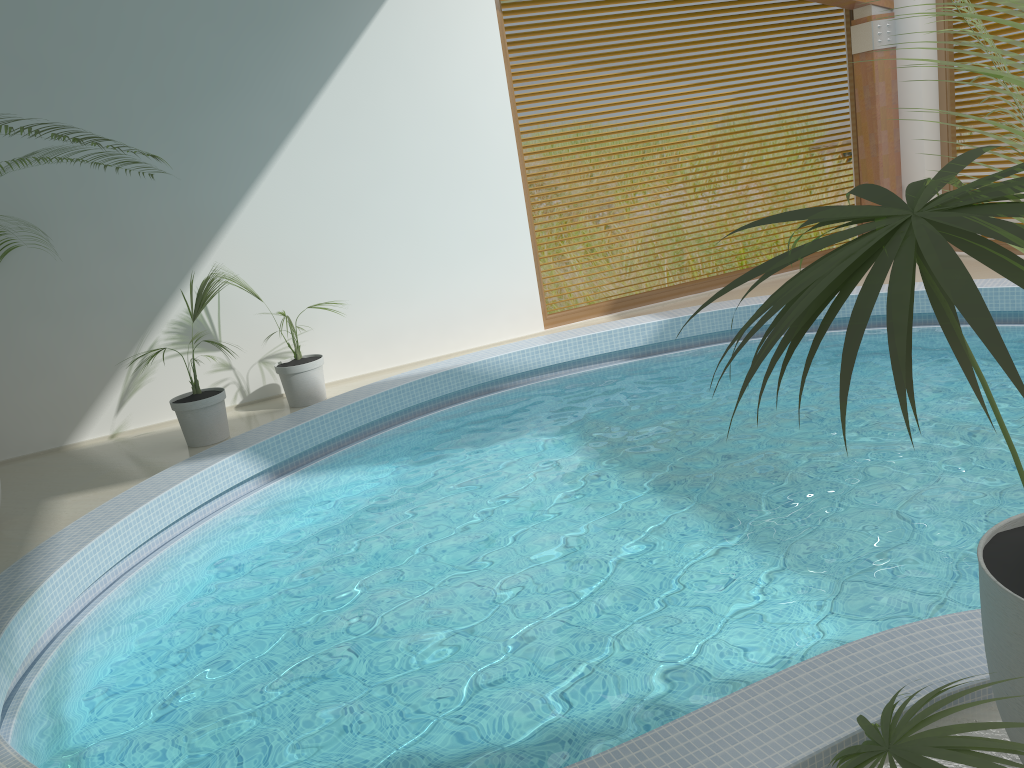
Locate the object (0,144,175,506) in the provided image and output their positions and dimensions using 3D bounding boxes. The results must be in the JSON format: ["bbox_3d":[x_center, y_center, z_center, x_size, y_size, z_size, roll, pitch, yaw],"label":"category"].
[{"bbox_3d":[-3.624,-0.506,5.358,2.729,2.960,2.979,-21,19,-38],"label":"object"}]

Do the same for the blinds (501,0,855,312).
[{"bbox_3d":[1.813,-3.047,9.423,4.500,4.025,0.099,-14,15,-19],"label":"blinds"}]

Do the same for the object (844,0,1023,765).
[{"bbox_3d":[1.421,-0.362,1.689,2.979,2.960,2.729,-10,15,-2],"label":"object"}]

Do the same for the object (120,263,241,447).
[{"bbox_3d":[-2.373,-0.197,6.702,0.822,1.310,1.067,-4,15,19],"label":"object"}]

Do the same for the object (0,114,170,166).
[{"bbox_3d":[-2.920,-0.032,3.124,2.979,2.960,2.729,1,18,34],"label":"object"}]

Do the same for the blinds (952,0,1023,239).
[{"bbox_3d":[5.454,-2.569,7.581,0.095,2.921,4.200,-14,15,-19],"label":"blinds"}]

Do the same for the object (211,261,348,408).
[{"bbox_3d":[-1.842,-0.452,7.341,1.067,1.310,0.822,-11,15,-7],"label":"object"}]

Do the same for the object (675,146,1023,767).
[{"bbox_3d":[0.839,0.505,1.295,1.059,1.695,0.791,-5,15,15],"label":"object"}]
